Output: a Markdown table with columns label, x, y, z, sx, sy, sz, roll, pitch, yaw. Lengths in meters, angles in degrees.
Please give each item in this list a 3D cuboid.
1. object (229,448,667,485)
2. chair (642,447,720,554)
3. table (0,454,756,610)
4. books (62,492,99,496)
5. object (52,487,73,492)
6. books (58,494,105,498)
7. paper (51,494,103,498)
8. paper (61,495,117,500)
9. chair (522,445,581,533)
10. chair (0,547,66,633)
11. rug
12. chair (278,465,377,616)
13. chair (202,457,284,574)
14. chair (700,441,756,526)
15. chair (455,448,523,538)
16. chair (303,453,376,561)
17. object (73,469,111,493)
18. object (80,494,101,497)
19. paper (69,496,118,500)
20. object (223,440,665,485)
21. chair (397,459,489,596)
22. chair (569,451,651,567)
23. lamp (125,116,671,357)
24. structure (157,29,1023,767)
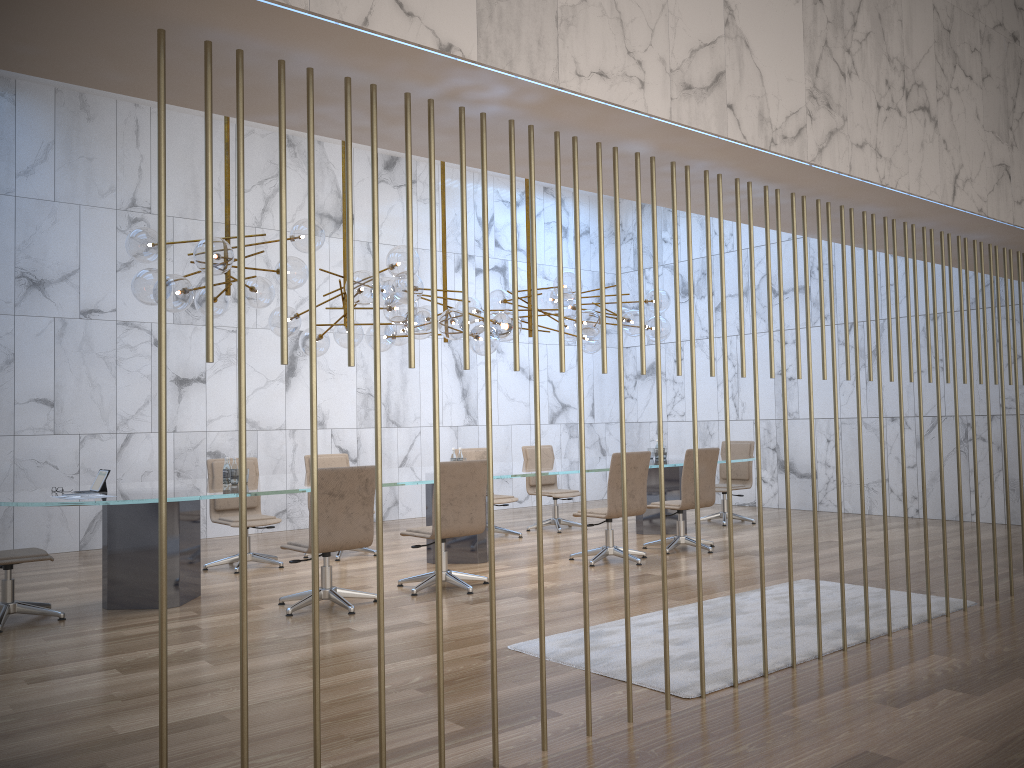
| label | x | y | z | sx | sy | sz | roll | pitch | yaw |
| --- | --- | --- | --- | --- | --- | --- | --- | --- | --- |
| object | -0.252 | 0.763 | 8.574 | 5.112 | 0.117 | 0.183 | 1 | -3 | -39 |
| chair | 1.676 | 1.129 | 8.720 | 0.726 | 1.000 | 0.697 | 1 | -3 | -39 |
| table | -0.503 | 1.236 | 8.384 | 7.924 | 0.835 | 2.092 | 1 | -3 | -39 |
| books | -2.936 | 0.751 | 6.034 | 0.205 | 0.012 | 0.126 | 1 | -4 | -42 |
| object | -3.308 | 0.773 | 6.521 | 0.134 | 0.037 | 0.096 | -3 | -3 | 29 |
| books | -2.891 | 0.752 | 5.955 | 0.239 | 0.012 | 0.205 | -3 | -3 | 38 |
| paper | -2.955 | 0.762 | 6.047 | 0.290 | 0.001 | 0.210 | 1 | -3 | -41 |
| paper | -2.800 | 0.751 | 5.873 | 0.210 | 0.001 | 0.290 | -4 | -4 | 44 |
| chair | 0.492 | 1.240 | 10.637 | 0.726 | 1.000 | 0.697 | 1 | -3 | -40 |
| chair | -3.447 | 1.112 | 6.000 | 0.697 | 1.000 | 0.726 | 1 | -3 | -39 |
| rug | 1.545 | 1.470 | 5.477 | 3.025 | 0.034 | 1.320 | 1 | -3 | -40 |
| chair | -1.302 | 1.081 | 6.291 | 0.726 | 1.000 | 0.697 | 1 | -3 | -39 |
| chair | -2.479 | 1.192 | 8.214 | 0.726 | 1.000 | 0.697 | 1 | -3 | -40 |
| chair | 2.638 | 1.210 | 10.951 | 0.697 | 1.000 | 0.726 | 1 | -3 | -39 |
| chair | -0.283 | 1.228 | 10.005 | 0.726 | 1.000 | 0.697 | 1 | -3 | -40 |
| chair | -1.714 | 1.205 | 8.838 | 0.726 | 1.000 | 0.697 | 1 | -3 | -40 |
| object | -3.041 | 0.702 | 6.406 | 0.205 | 0.159 | 0.255 | 1 | -3 | -39 |
| object | -2.808 | 0.742 | 5.914 | 0.011 | 0.011 | 0.158 | -2 | -3 | 26 |
| paper | -2.800 | 0.751 | 5.873 | 0.210 | 0.001 | 0.290 | -4 | -4 | 43 |
| object | -0.274 | 0.717 | 8.623 | 5.189 | 0.213 | 0.124 | 1 | -3 | -39 |
| chair | -0.527 | 1.093 | 6.923 | 0.726 | 1.000 | 0.697 | 1 | -3 | -39 |
| chair | 0.907 | 1.116 | 8.092 | 0.726 | 1.000 | 0.697 | 1 | -3 | -39 |
| lamp | -0.655 | -1.574 | 8.438 | 5.672 | 2.716 | 1.557 | 1 | -3 | -39 |
| structure | 1.775 | 0.221 | 4.851 | 7.223 | 2.456 | 0.023 | 1 | -3 | -39 |
